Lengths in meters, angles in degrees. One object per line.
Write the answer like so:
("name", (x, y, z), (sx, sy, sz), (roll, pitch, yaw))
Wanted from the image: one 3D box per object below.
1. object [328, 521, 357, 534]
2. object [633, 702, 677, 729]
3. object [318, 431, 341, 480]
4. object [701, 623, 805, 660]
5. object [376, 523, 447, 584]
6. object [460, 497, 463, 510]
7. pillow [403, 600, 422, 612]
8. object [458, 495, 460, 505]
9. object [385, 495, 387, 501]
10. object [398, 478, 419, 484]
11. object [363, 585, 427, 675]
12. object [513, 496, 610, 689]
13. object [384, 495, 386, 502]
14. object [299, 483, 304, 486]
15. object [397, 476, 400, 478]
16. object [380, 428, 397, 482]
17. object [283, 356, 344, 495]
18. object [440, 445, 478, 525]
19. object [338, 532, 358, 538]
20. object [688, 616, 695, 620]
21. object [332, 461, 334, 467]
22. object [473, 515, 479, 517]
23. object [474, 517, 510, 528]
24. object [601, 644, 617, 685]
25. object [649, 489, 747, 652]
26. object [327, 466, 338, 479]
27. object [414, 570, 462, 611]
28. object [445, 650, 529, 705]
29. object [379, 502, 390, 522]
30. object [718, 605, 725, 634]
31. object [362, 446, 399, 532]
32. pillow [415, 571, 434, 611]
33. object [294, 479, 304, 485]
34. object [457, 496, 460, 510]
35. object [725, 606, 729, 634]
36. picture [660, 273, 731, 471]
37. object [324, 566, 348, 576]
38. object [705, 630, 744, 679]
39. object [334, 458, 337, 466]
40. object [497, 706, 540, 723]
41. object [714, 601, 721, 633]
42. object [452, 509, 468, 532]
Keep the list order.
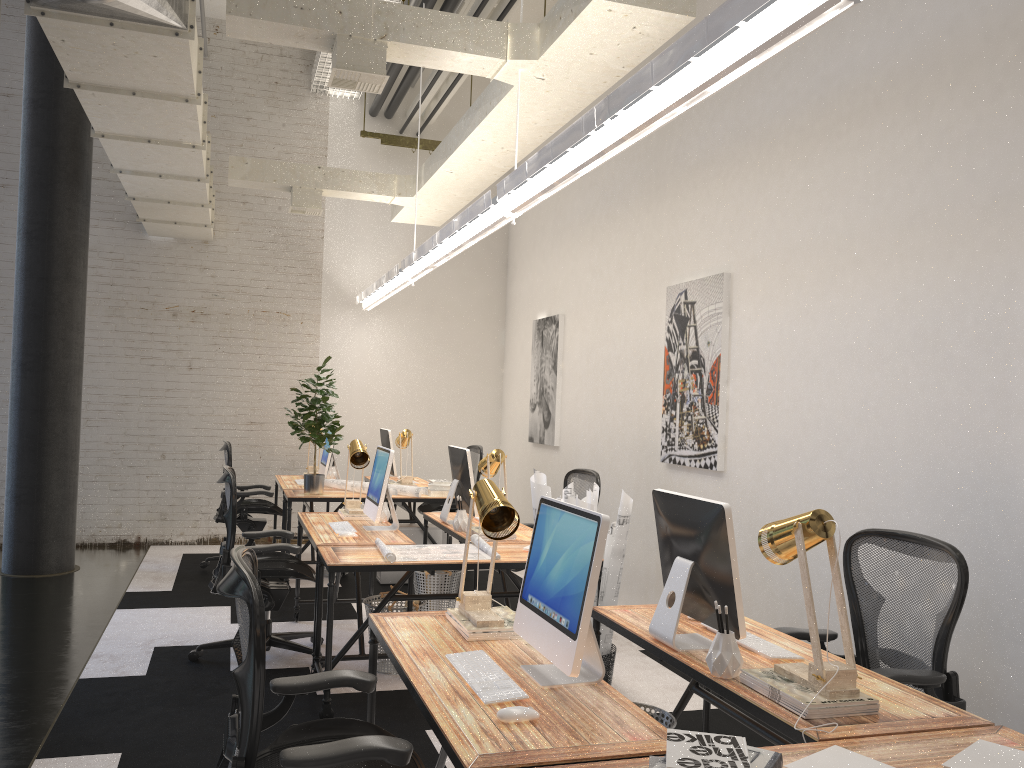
("object", (-0.994, 0.841, 5.194), (0.118, 0.017, 0.439), (3, -2, -18))
("object", (0.409, 1.359, 3.191), (0.353, 0.435, 0.359), (3, -1, -21))
("object", (-1.597, 0.632, 7.789), (0.190, 0.485, 0.484), (2, -1, -18))
("object", (0.786, 0.849, 2.939), (0.118, 0.017, 0.439), (3, -2, -18))
("object", (-0.823, 1.392, 7.307), (0.544, 0.455, 0.221), (3, -1, -18))
("object", (-0.296, 0.774, 5.293), (0.008, 0.207, 0.054), (2, -1, 38))
("pillow", (-0.581, 1.381, 4.949), (0.119, 0.406, 0.239), (2, -1, -17))
("object", (-0.313, 0.774, 5.317), (0.008, 0.207, 0.054), (3, -1, -35))
("object", (-0.808, 0.763, 5.591), (0.054, 0.207, 0.008), (3, -1, -30))
("object", (-0.962, 0.901, 8.238), (0.118, 0.017, 0.439), (3, -2, -18))
("object", (-0.657, 1.364, 4.930), (0.353, 0.435, 0.359), (3, -1, -21))
("object", (0.151, 0.579, 2.490), (0.190, 0.485, 0.484), (2, -1, -18))
("object", (-0.804, 0.762, 5.567), (0.008, 0.207, 0.054), (3, -1, -35))
("object", (-1.733, 0.844, 7.429), (0.106, 0.029, 0.059), (3, -1, -17))
("object", (-1.054, 0.900, 8.553), (0.106, 0.029, 0.059), (3, -1, -17))
("object", (-1.173, 0.659, 8.198), (0.190, 0.485, 0.484), (2, -1, -18))
("object", (-1.539, 0.315, 6.899), (0.439, 1.077, 0.513), (3, -1, -27))
("object", (-0.341, 0.645, 5.648), (0.190, 0.485, 0.484), (2, -1, -18))
("object", (-0.902, 0.829, 4.879), (0.106, 0.029, 0.059), (3, -1, -17))
("object", (0.694, 0.847, 3.254), (0.106, 0.029, 0.059), (3, -1, -17))
("object", (-1.652, 0.777, 8.141), (0.008, 0.207, 0.054), (2, -1, 38))
("object", (-0.222, 0.885, 6.003), (0.106, 0.029, 0.059), (3, -1, -17))
("object", (-0.130, 0.887, 5.688), (0.118, 0.017, 0.439), (3, -2, -18))
("object", (0.298, 1.408, 4.098), (0.353, 0.398, 0.353), (2, -1, 28))
("object", (0.576, 0.607, 2.899), (0.190, 0.485, 0.484), (2, -1, -18))
("object", (-1.649, 0.818, 8.128), (0.101, 0.126, 0.101), (2, -1, 27))
("object", (-0.507, 1.397, 5.940), (0.353, 0.435, 0.359), (3, -1, -21))
("object", (-0.077, 0.803, 2.445), (0.118, 0.017, 0.439), (3, -2, -18))
("object", (-0.817, 0.804, 5.577), (0.101, 0.126, 0.101), (2, -1, 27))
("object", (0.608, 0.736, 2.544), (0.054, 0.207, 0.008), (3, -1, -30))
("object", (-0.766, 0.617, 5.239), (0.190, 0.485, 0.484), (2, -1, -18))
("pillow", (-0.585, 1.406, 5.920), (0.119, 0.406, 0.239), (2, -1, -17))
("object", (-1.826, 0.855, 7.744), (0.118, 0.017, 0.439), (3, -2, -18))
("object", (-0.309, 0.775, 5.293), (0.054, 0.207, 0.008), (3, -1, -30))
("object", (0.620, 0.736, 2.544), (0.008, 0.207, 0.054), (2, -1, 38))
("picture", (1.155, -0.068, 5.639), (0.049, 1.183, 0.731), (2, -1, -18))
("object", (-1.488, 1.378, 7.481), (0.353, 0.435, 0.359), (3, -1, -21))
("object", (0.614, 0.778, 2.557), (0.101, 0.126, 0.101), (2, -1, 27))
("object", (-1.640, 0.778, 8.141), (0.054, 0.207, 0.008), (3, -1, -30))
("object", (0.015, 0.791, 2.130), (0.106, 0.029, 0.059), (3, -1, -17))
("object", (0.604, 0.736, 2.568), (0.008, 0.207, 0.054), (3, -1, -35))
("object", (-0.303, 0.816, 5.305), (0.101, 0.126, 0.101), (2, -1, 27))
